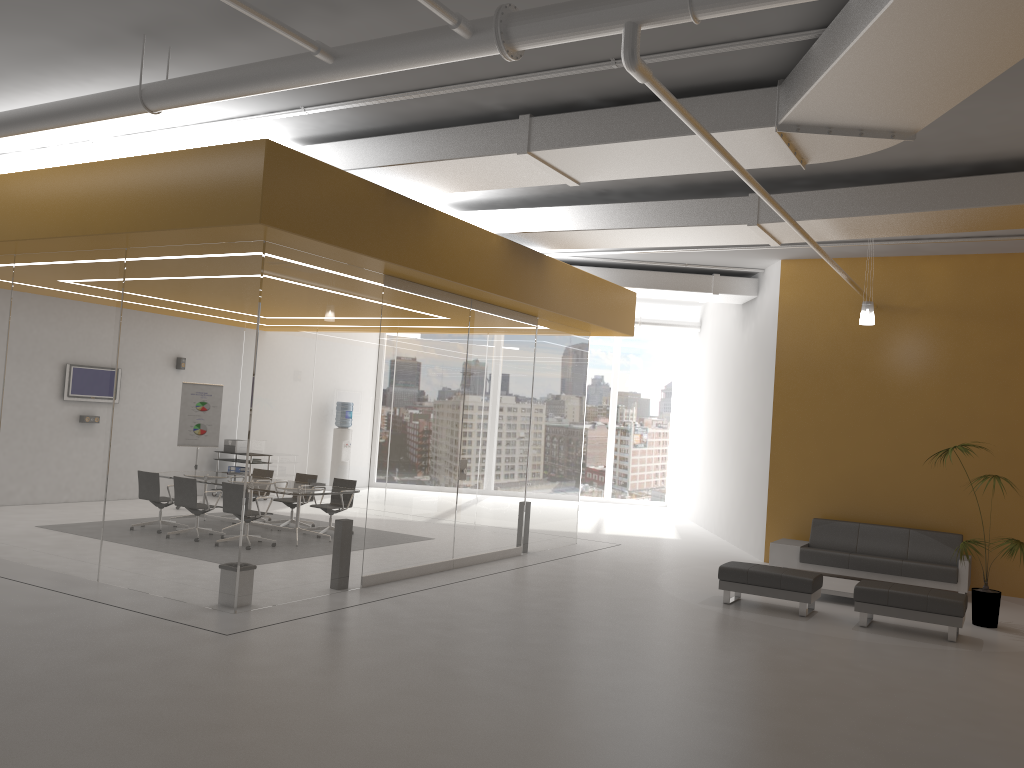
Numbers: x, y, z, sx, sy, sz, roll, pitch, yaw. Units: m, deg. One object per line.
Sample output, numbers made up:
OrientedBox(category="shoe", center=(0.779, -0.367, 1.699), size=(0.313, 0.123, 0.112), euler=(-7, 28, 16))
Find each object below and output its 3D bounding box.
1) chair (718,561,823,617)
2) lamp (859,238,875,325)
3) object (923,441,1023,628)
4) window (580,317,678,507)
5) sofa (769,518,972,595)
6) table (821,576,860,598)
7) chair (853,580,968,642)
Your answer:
OrientedBox(category="chair", center=(2.820, 2.226, 9.698), size=(1.012, 0.423, 0.575), euler=(3, -3, 30))
OrientedBox(category="lamp", center=(4.291, -1.324, 10.644), size=(0.174, 1.227, 0.174), euler=(5, -2, -19))
OrientedBox(category="object", center=(5.017, 1.601, 9.536), size=(0.912, 1.956, 1.222), euler=(5, -2, -19))
OrientedBox(category="window", center=(1.006, 0.502, 21.236), size=(8.533, 4.498, 0.100), euler=(4, -2, 0))
OrientedBox(category="sofa", center=(4.725, 2.266, 11.759), size=(2.400, 0.761, 0.860), euler=(3, -3, 30))
OrientedBox(category="table", center=(4.062, 2.479, 10.523), size=(1.000, 0.150, 1.000), euler=(3, -3, 30))
OrientedBox(category="chair", center=(4.028, 2.281, 8.977), size=(1.012, 0.423, 0.575), euler=(3, -3, 30))
